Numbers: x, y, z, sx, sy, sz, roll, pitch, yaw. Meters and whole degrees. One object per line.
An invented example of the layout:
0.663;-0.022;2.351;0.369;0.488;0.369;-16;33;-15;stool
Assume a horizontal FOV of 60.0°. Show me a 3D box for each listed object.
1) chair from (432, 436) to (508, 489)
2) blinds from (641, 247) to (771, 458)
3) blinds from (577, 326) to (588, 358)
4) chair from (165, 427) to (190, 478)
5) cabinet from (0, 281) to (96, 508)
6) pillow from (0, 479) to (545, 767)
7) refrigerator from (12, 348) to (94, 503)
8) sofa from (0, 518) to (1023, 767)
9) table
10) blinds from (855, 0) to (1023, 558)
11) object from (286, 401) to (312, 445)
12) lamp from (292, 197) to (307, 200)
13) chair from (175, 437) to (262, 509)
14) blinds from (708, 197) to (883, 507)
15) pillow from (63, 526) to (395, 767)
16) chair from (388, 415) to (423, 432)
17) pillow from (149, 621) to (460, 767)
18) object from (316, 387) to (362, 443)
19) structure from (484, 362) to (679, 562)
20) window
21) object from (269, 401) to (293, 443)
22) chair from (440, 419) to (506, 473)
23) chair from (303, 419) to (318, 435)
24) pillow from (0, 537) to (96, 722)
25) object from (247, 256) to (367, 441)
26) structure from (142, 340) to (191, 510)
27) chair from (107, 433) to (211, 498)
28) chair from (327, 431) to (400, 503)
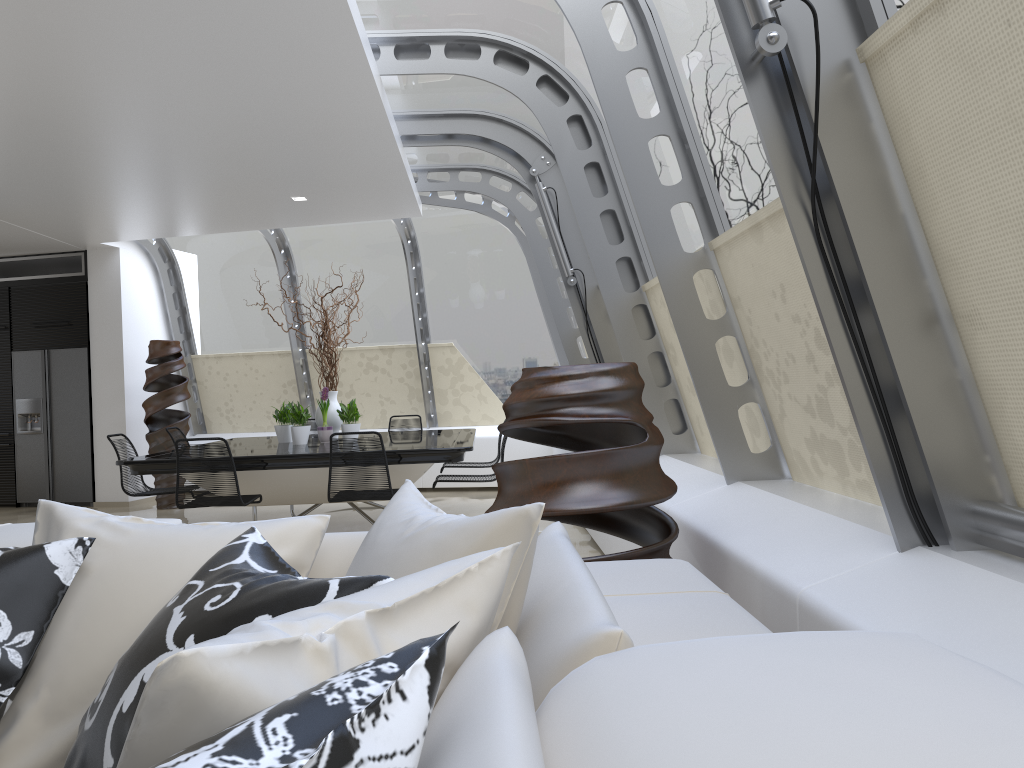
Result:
-0.295;0.549;7.130;0.688;0.519;0.446;-2;0;-2;chair
0.967;-0.076;4.500;0.329;1.027;1.430;-2;0;-2;blinds
0.989;0.478;9.300;0.663;2.118;1.829;-2;0;-2;blinds
-2.851;0.652;8.322;0.688;0.519;0.446;-2;0;-2;chair
-5.760;0.161;10.623;2.252;2.558;0.831;-2;0;13;cabinet
-0.446;0.467;0.735;1.656;0.530;3.322;-2;0;-32;pillow
-5.225;0.479;10.206;1.006;1.742;0.234;-2;0;11;refrigerator
-1.035;0.768;0.372;3.257;0.866;4.169;-2;0;-2;sofa
-1.554;0.876;7.672;2.494;0.759;3.031;-2;0;-2;table
1.037;-0.188;1.433;0.387;1.214;1.376;-2;0;-2;blinds
-1.779;0.320;7.396;0.215;0.369;0.284;-2;0;31;object
-6.510;-1.485;2.817;9.775;0.004;9.928;-2;0;-1;lamp
-2.019;0.609;6.064;0.446;0.519;0.688;-2;0;-2;chair
1.018;-0.086;2.961;0.329;1.027;1.430;-2;0;-2;blinds
-0.472;0.513;1.378;0.405;0.483;0.599;-2;0;-33;pillow
-1.127;0.591;9.225;0.446;0.519;0.688;-2;0;-2;chair
-0.306;0.473;0.639;0.382;0.467;0.608;-2;0;17;pillow
-1.444;0.258;7.541;0.417;0.476;0.238;-2;0;26;object
0.245;0.560;3.083;0.672;1.258;0.674;-2;0;-25;structure
-6.285;-0.017;4.744;16.693;3.674;16.171;-2;0;4;window
-2.000;0.330;7.821;0.215;0.369;0.284;-2;0;36;object
-0.338;0.557;8.406;0.688;0.519;0.446;-2;0;-2;chair
-2.051;0.626;9.194;0.446;0.519;0.688;-2;0;-2;chair
-1.109;0.527;1.552;0.604;0.471;0.394;-2;0;14;pillow
-1.777;-0.270;7.715;1.031;1.549;1.135;-2;0;-10;object
-3.754;0.442;9.662;0.498;1.843;0.493;-2;0;9;structure
-2.808;0.644;7.047;0.688;0.519;0.446;-2;0;-2;chair
-1.023;0.572;6.097;0.446;0.519;0.688;-2;0;-2;chair
